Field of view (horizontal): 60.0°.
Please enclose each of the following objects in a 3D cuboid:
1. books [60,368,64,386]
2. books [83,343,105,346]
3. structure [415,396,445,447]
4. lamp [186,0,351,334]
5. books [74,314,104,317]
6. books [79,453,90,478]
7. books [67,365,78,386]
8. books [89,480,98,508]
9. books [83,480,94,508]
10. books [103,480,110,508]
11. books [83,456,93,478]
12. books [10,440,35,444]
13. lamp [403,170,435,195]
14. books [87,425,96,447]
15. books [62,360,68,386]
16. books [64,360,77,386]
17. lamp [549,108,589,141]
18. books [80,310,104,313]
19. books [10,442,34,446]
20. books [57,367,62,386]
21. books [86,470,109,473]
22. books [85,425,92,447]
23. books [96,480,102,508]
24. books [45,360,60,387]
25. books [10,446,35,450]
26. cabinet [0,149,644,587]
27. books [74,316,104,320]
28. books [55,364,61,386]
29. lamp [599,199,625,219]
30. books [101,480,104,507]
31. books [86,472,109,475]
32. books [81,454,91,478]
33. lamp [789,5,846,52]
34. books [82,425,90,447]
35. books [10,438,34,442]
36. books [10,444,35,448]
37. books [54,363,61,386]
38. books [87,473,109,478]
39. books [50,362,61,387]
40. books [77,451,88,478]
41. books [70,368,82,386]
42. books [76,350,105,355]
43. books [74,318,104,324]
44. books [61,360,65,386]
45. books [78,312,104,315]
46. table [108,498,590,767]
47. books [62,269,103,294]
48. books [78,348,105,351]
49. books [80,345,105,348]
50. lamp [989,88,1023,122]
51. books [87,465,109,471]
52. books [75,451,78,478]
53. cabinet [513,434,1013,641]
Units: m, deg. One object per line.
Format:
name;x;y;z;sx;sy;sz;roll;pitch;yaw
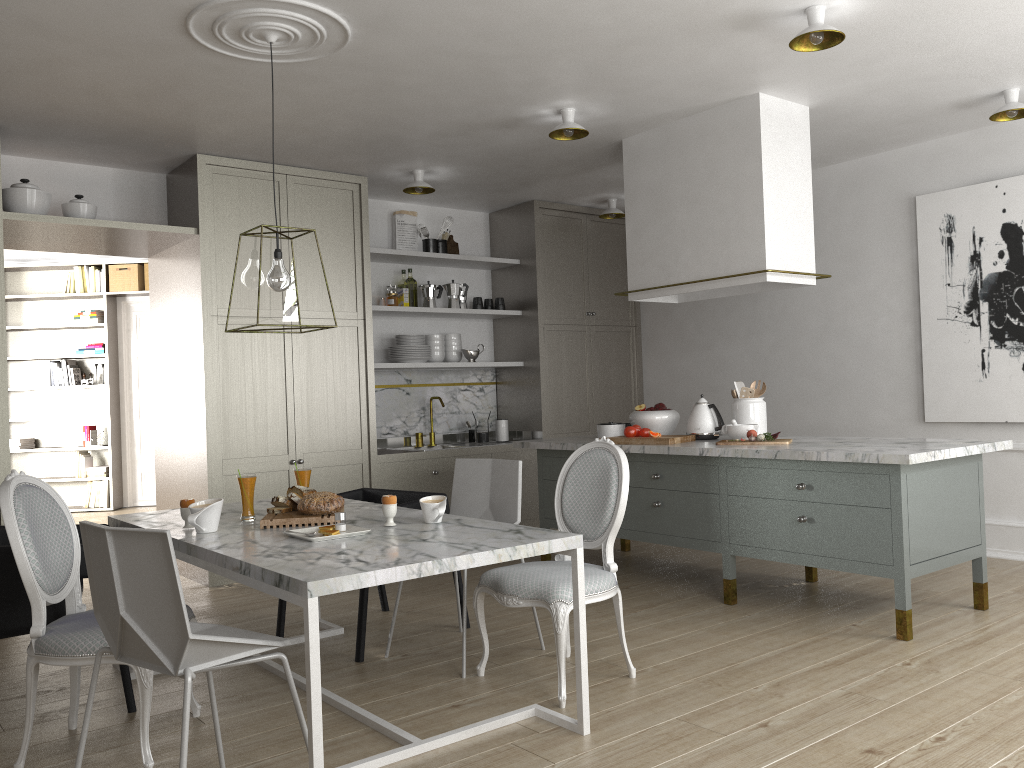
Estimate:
books;-4.368;-0.065;8.670;0.040;0.175;0.118;-2;-1;2
books;-4.070;-0.382;8.651;0.185;0.023;0.126;-2;-1;-8
structure;-0.579;0.262;6.174;0.167;0.347;0.195;-2;-1;-31
lamp;-0.872;-0.752;3.268;0.584;1.108;0.584;-2;-1;-23
books;-4.116;-0.663;8.695;0.248;0.018;0.213;-2;-1;12
books;-4.169;0.793;8.658;0.017;0.235;0.174;-2;-1;2
books;-4.294;-0.083;8.691;0.045;0.207;0.162;-2;-1;2
books;-4.050;1.069;8.665;0.088;0.266;0.169;-2;-1;2
books;-4.104;1.071;8.665;0.101;0.265;0.169;-2;-1;2
books;-3.908;1.059;8.639;0.050;0.271;0.219;-2;-1;2
books;-4.135;0.810;8.657;0.014;0.199;0.163;-2;-1;2
books;-4.868;0.568;8.682;0.266;0.019;0.232;-2;-1;6
lamp;-0.568;-1.233;5.405;0.197;0.130;0.197;-2;-1;-3
books;-4.107;0.507;8.671;0.022;0.204;0.144;-2;-1;2
books;-4.341;-0.107;8.704;0.051;0.258;0.189;-2;-1;2
books;-4.319;-0.108;8.705;0.046;0.259;0.199;-2;-1;2
lamp;0.275;-1.274;4.334;0.197;0.130;0.197;-2;-1;-3
books;-4.096;-0.707;8.677;0.167;0.022;0.155;-2;-1;15
books;-4.868;0.588;8.682;0.274;0.019;0.232;-2;-1;4
books;-4.391;-0.072;8.674;0.041;0.192;0.133;-2;-1;2
books;-4.019;0.850;8.701;0.189;0.013;0.248;-2;-1;2
books;-4.128;0.508;8.671;0.020;0.204;0.144;-2;-1;2
books;-3.997;1.067;8.666;0.071;0.265;0.169;-2;-1;2
books;-4.505;-0.100;8.705;0.047;0.257;0.189;-2;-1;2
books;-4.866;0.627;8.682;0.265;0.019;0.232;-2;-1;7
cabinet;-1.401;-0.072;5.649;5.433;2.377;0.947;-2;-1;-38
books;-4.117;-0.642;8.694;0.246;0.024;0.203;-2;-1;12
books;-4.419;-0.086;8.706;0.030;0.223;0.189;-2;-1;2
lamp;0.726;-1.271;6.426;0.197;0.130;0.197;-2;-1;-33
books;-3.952;1.065;8.668;0.066;0.265;0.169;-2;-1;2
books;-4.015;0.865;8.704;0.187;0.020;0.256;-2;-1;7
books;-4.151;0.801;8.658;0.016;0.220;0.163;-2;-1;2
lamp;1.119;-1.315;3.262;0.197;0.130;0.197;-2;-1;27
books;-4.149;0.509;8.672;0.023;0.204;0.144;-2;-1;2
books;-4.869;0.548;8.682;0.268;0.019;0.232;-2;-1;6
books;-4.867;0.608;8.682;0.269;0.019;0.232;-2;-1;8
books;-4.436;-0.089;8.706;0.018;0.230;0.194;-2;-1;2
books;-4.015;0.890;8.703;0.187;0.028;0.256;-2;-1;2
books;-4.459;-0.095;8.701;0.044;0.243;0.182;-2;-1;2
books;-4.188;0.782;8.659;0.017;0.258;0.174;-2;-1;2
books;-4.268;-0.068;8.690;0.043;0.175;0.144;-2;-1;2
books;-4.097;-0.304;8.677;0.257;0.038;0.193;-2;-1;-8
books;-4.110;-0.606;8.689;0.258;0.048;0.191;-2;-1;12
books;-4.358;-0.107;8.702;0.036;0.259;0.189;-2;-1;2
books;-4.104;-0.684;8.679;0.197;0.022;0.174;-2;-1;12
table;-0.674;0.769;3.025;0.870;0.583;1.781;-2;-1;-38
books;-4.167;-0.993;8.697;0.397;0.226;0.198;-2;-1;-4
books;-4.087;-0.335;8.685;0.236;0.023;0.200;-2;-1;-5
books;-4.081;-0.358;8.653;0.202;0.023;0.141;-2;-1;-6
lamp;2.413;-1.353;4.282;0.197;0.130;0.197;-3;-1;37
books;-4.017;0.826;8.704;0.187;0.032;0.256;-2;-1;2
books;-4.209;0.783;8.660;0.021;0.258;0.174;-2;-1;2
cabinet;1.087;0.645;4.455;0.870;0.721;2.360;-2;-1;-38
